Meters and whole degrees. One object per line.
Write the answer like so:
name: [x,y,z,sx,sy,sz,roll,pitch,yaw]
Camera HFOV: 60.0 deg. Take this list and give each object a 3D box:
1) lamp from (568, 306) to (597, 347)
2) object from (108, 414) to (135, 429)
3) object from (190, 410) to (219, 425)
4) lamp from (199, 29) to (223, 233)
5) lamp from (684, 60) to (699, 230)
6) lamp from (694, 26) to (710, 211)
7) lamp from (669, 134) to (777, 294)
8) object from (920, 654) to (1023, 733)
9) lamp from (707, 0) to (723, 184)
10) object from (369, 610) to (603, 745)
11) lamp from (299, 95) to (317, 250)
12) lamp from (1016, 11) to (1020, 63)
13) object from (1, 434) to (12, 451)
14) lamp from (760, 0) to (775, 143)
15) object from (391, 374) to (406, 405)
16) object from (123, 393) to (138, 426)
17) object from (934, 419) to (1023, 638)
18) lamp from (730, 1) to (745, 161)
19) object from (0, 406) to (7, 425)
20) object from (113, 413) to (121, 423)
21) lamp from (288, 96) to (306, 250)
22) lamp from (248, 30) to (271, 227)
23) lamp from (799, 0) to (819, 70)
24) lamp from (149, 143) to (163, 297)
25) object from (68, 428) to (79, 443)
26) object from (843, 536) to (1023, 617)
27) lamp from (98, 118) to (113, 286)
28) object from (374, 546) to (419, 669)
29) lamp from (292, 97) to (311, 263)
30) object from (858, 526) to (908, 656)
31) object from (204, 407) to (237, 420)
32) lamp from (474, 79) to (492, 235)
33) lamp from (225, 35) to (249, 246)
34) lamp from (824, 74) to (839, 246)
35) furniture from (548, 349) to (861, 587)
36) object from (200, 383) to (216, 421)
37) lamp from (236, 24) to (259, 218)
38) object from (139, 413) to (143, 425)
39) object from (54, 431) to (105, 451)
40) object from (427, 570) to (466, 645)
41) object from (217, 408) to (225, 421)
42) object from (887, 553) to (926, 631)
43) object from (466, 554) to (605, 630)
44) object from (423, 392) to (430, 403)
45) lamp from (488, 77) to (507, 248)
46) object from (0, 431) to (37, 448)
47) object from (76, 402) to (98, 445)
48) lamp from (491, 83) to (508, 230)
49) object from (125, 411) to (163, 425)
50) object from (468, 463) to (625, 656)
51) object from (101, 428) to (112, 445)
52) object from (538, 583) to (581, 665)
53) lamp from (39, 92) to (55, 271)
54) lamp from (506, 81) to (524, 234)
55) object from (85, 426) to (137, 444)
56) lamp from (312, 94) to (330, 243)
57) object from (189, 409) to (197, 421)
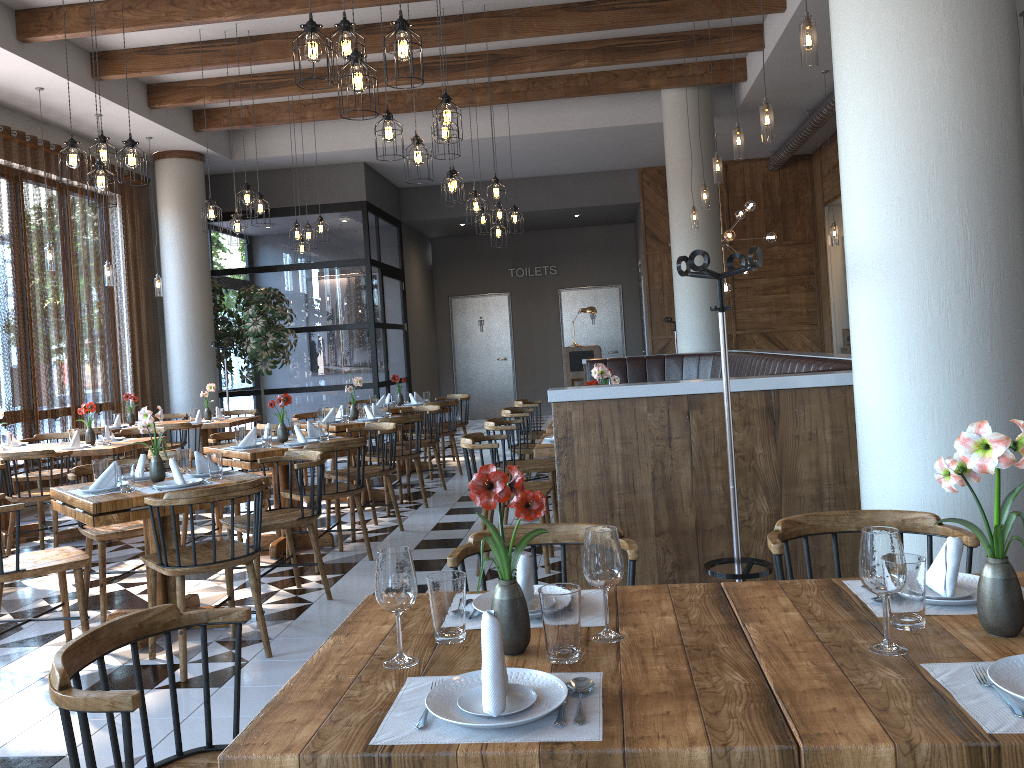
lamp: [0.858,-0.566,10.852,0.445,0.756,0.170,-4,0,-19]
object: [-4.139,0.392,9.274,0.352,0.137,0.272,-3,2,6]
object: [-3.256,0.340,9.184,0.352,0.137,0.272,-3,2,6]
lamp: [-2.836,-2.446,8.197,0.175,2.071,0.175,-4,0,-33]
lamp: [1.917,-2.649,9.586,0.078,1.964,0.078,-4,0,38]
lamp: [1.806,-2.657,8.540,0.078,1.964,0.078,-4,0,-8]
lamp: [2.861,-2.329,12.133,1.162,2.192,1.185,-4,1,-33]
object: [0.851,0.405,1.358,0.352,0.137,0.272,-3,2,6]
lamp: [1.700,-2.694,7.557,0.078,1.964,0.078,-4,0,41]
object: [-0.033,0.458,1.449,0.352,0.137,0.272,-3,2,6]
lamp: [-2.430,-2.605,10.336,0.175,2.071,0.175,-4,0,7]
lamp: [2.964,-2.248,5.235,0.078,1.964,0.078,-4,0,-44]
object: [-4.153,0.479,7.287,0.080,0.132,0.080,-3,1,41]
lamp: [1.483,-2.439,5.339,0.078,1.964,0.078,-4,0,-44]
object: [-1.298,0.065,10.141,0.156,0.355,0.171,-4,1,-37]
object: [-4.110,0.269,9.574,0.156,0.355,0.171,-4,0,-18]
object: [0.869,0.261,1.617,0.146,0.400,0.206,-4,0,-35]
lamp: [1.584,-2.604,6.406,0.078,1.964,0.078,-4,0,25]
object: [-4.332,0.351,7.420,0.206,0.400,0.146,-4,0,10]
object: [-4.307,0.389,9.664,0.080,0.132,0.080,-3,1,21]
lamp: [-2.457,-2.542,9.902,0.175,2.071,0.175,-4,0,-15]
lamp: [-2.418,-2.521,8.302,0.175,2.071,0.175,-4,0,-11]
lamp: [1.363,-2.491,4.236,0.078,1.964,0.078,-4,0,-18]
lamp: [-4.214,-2.010,10.420,0.078,1.964,0.078,-4,0,38]
object: [-3.666,0.442,7.417,0.080,0.132,0.080,-4,1,-9]
object: [0.913,0.379,1.880,0.352,0.137,0.272,-3,2,6]
lamp: [-4.325,-2.018,9.375,0.078,1.964,0.078,-4,0,-8]
object: [-0.217,0.421,1.677,0.081,0.215,0.081,-4,0,-31]
lamp: [-2.456,-2.420,10.123,0.175,2.071,0.175,-4,0,18]
object: [0.666,0.368,1.587,0.081,0.215,0.081,-4,0,-31]
object: [-3.208,0.314,9.714,0.352,0.137,0.272,-3,2,6]
lamp: [-0.381,-2.722,9.995,0.175,2.071,0.175,-4,0,38]
lamp: [-2.619,-2.332,8.272,0.175,2.071,0.175,-4,0,0]
lamp: [3.398,-2.459,9.481,0.078,1.964,0.078,-4,0,38]
furniture: [1.476,0.387,6.974,1.917,1.150,6.594,-3,2,6]
object: [-3.230,0.195,9.457,0.146,0.400,0.206,-4,0,-1]
lamp: [-2.477,-2.565,8.102,0.175,2.071,0.175,-4,0,0]
object: [-3.932,0.374,9.446,0.080,0.132,0.080,-3,1,21]
object: [-3.476,0.444,7.033,0.352,0.137,0.272,-3,2,6]
object: [-0.128,0.452,1.789,0.080,0.132,0.080,-3,1,36]
object: [-3.070,0.323,9.357,0.080,0.132,0.080,-4,1,-9]
object: [0.755,0.399,1.698,0.080,0.132,0.080,-3,1,36]
object: [0.030,0.432,1.971,0.352,0.137,0.272,-3,2,6]
object: [-0.969,0.158,10.086,0.080,0.132,0.080,-3,1,31]
lamp: [-0.207,-2.553,9.855,0.175,2.071,0.175,-4,0,-40]
object: [-4.310,0.471,7.654,0.352,0.137,0.272,-3,2,6]
object: [-3.471,0.325,7.246,0.156,0.355,0.171,-4,0,-15]
lamp: [-0.197,-2.795,10.085,0.175,2.071,0.175,-4,0,-40]
object: [-4.090,0.367,9.805,0.352,0.137,0.272,-3,2,6]
object: [0.065,0.331,1.726,0.295,0.355,0.166,-3,0,11]
object: [-3.291,0.428,7.198,0.080,0.132,0.080,-4,1,-9]
object: [0.092,0.444,1.640,0.080,0.132,0.080,-3,1,41]
lamp: [-4.431,-2.055,8.392,0.078,1.964,0.078,-4,0,-4]
lamp: [-0.023,-2.692,9.746,0.175,2.071,0.175,-4,0,16]
object: [-3.428,0.419,7.564,0.352,0.137,0.272,-3,2,6]
lamp: [-2.260,-2.668,10.220,0.175,2.071,0.175,-4,0,18]
object: [-3.445,0.338,9.576,0.080,0.132,0.080,-4,1,-9]
